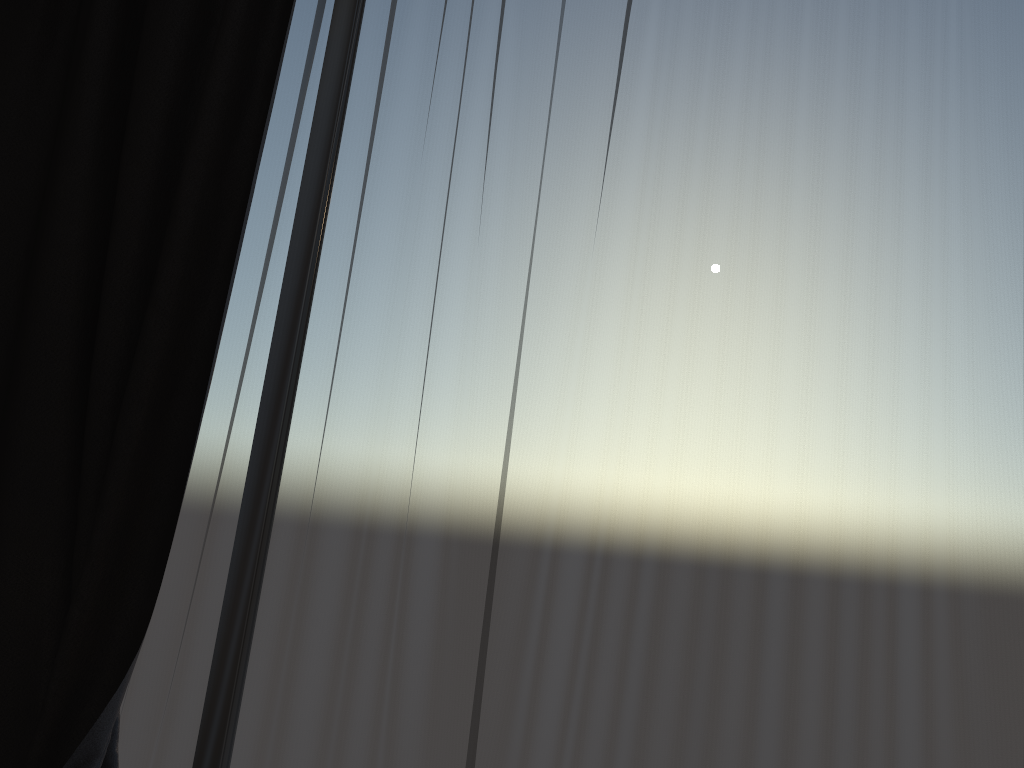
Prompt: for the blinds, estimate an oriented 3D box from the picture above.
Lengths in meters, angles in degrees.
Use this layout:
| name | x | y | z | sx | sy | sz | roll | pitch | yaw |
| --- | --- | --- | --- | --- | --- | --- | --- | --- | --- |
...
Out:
| name | x | y | z | sx | sy | sz | roll | pitch | yaw |
| --- | --- | --- | --- | --- | --- | --- | --- | --- | --- |
| blinds | 1.019 | -0.125 | 1.623 | 7.315 | 2.907 | 0.762 | 4 | -12 | 13 |
